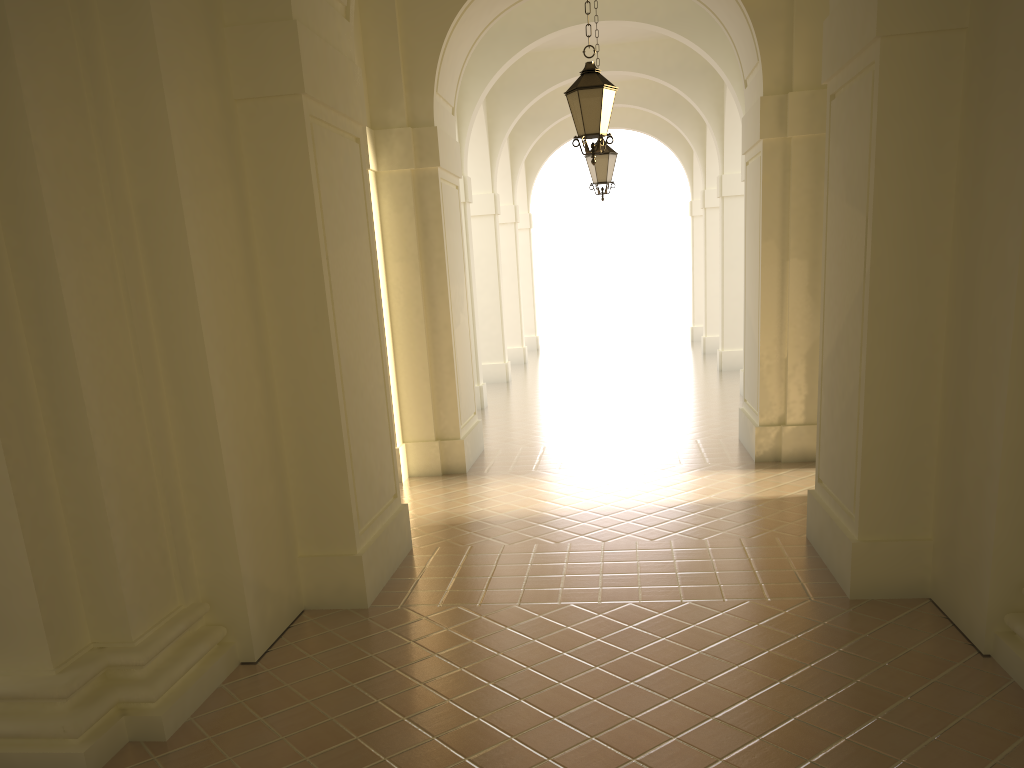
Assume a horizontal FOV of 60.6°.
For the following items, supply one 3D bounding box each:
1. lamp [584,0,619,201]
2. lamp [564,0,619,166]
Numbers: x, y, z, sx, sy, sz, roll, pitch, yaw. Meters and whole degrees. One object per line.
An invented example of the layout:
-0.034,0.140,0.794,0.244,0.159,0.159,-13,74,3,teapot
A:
1.256,-4.395,12.698,0.510,3.446,0.424,-2,15,7,lamp
0.670,-3.736,7.888,0.438,3.446,0.494,-10,16,-22,lamp
